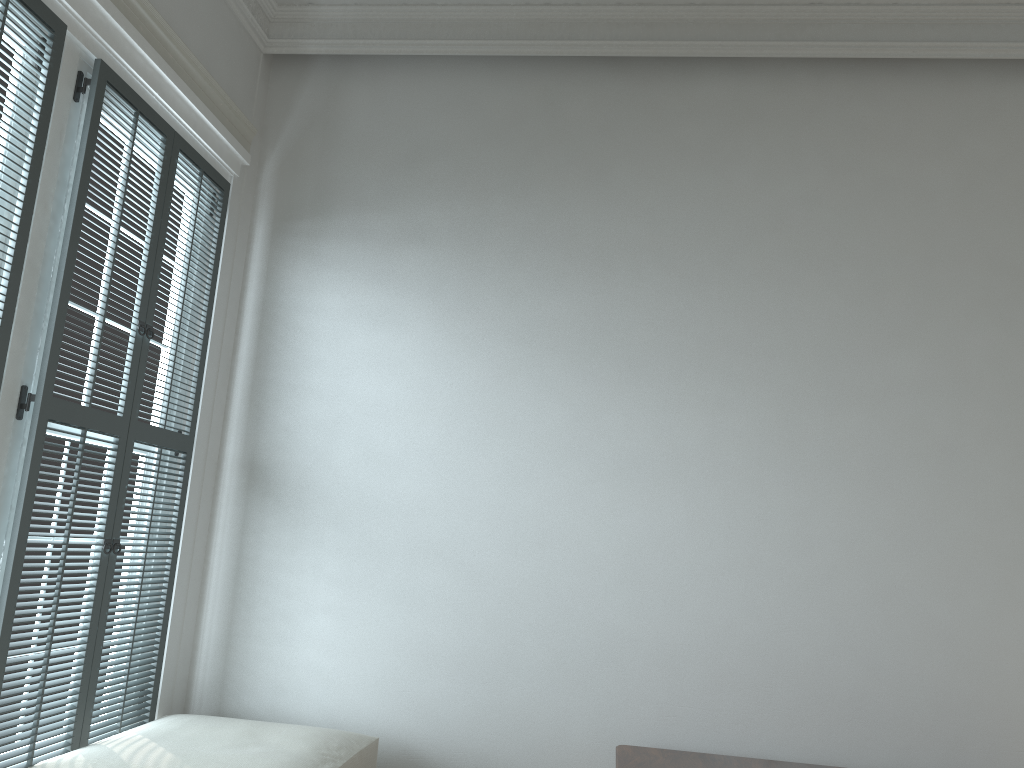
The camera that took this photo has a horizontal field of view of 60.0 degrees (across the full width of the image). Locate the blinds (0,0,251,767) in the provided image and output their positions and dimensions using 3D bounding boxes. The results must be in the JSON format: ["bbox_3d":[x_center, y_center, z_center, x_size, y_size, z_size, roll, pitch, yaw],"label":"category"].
[{"bbox_3d":[-1.350,-0.095,1.787,0.141,2.238,3.076,3,-11,7],"label":"blinds"}]

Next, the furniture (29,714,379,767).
[{"bbox_3d":[-1.017,1.066,1.505,0.837,0.459,3.150,3,-11,7],"label":"furniture"}]

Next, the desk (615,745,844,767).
[{"bbox_3d":[1.003,1.509,2.529,1.443,0.668,0.555,3,-11,7],"label":"desk"}]
